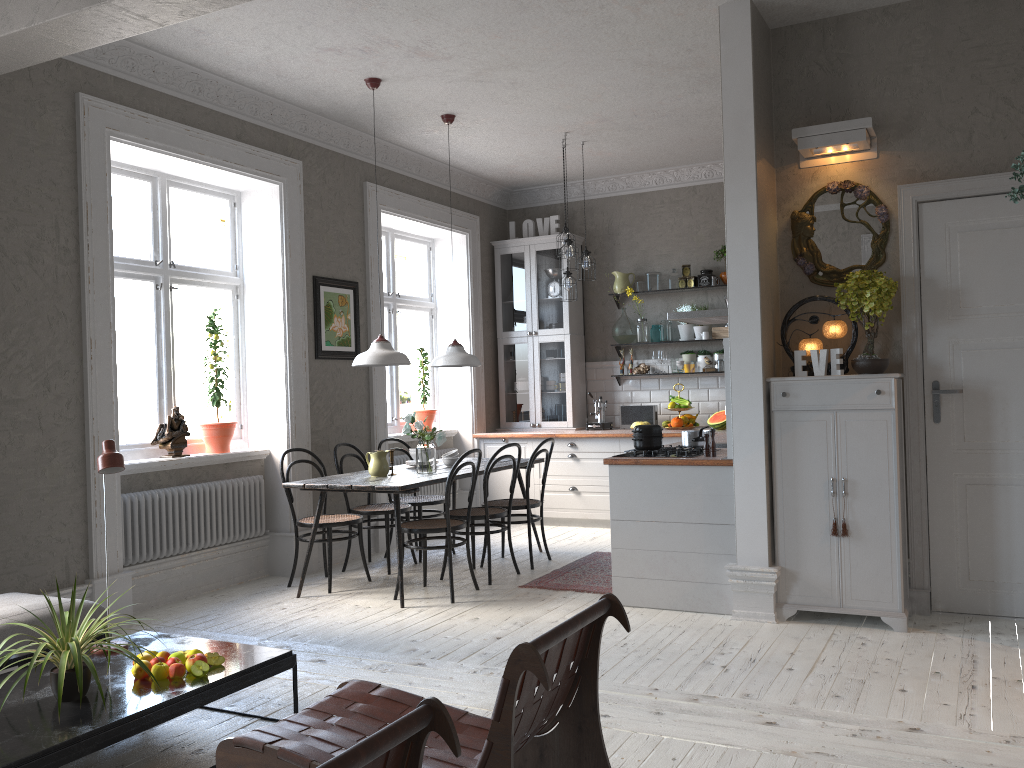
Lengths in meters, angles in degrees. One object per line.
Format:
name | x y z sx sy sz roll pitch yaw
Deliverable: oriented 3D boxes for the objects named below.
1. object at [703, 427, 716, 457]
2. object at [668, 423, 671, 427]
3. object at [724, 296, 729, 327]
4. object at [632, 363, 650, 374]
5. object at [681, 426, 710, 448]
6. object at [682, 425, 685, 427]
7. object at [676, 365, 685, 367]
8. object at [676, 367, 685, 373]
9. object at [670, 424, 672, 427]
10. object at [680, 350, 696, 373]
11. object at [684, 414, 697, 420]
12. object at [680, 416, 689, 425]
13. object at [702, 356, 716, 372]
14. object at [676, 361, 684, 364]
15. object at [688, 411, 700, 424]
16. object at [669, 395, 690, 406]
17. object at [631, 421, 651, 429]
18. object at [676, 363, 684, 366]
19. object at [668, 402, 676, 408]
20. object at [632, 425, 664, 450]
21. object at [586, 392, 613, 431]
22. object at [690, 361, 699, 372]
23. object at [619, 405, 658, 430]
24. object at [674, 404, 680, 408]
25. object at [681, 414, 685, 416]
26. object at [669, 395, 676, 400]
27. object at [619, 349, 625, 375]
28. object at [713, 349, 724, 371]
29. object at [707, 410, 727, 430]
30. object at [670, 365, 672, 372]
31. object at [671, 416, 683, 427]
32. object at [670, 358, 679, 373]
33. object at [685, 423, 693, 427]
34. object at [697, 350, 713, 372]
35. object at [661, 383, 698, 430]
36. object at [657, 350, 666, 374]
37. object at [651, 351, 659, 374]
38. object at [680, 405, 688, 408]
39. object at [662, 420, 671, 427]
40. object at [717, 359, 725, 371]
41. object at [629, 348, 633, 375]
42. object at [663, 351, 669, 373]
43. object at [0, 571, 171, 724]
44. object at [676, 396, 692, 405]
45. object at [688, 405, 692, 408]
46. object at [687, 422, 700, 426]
object | 1.125 0.329 5.037 0.071 0.167 0.036 -2 0 27
object | 1.476 0.373 8.170 0.090 0.057 0.084 -2 0 -31
object | 2.005 -0.667 8.135 0.129 0.287 0.132 -2 0 12
object | 1.238 -0.146 8.491 0.176 0.111 0.096 -2 0 4
object | 1.157 0.316 5.375 0.178 0.134 0.298 -2 0 -28
object | 1.550 0.385 8.092 0.070 0.065 0.070 -2 0 -42
object | 1.570 -0.147 8.252 0.076 0.051 0.078 -2 0 20
object | 1.571 -0.130 8.252 0.076 0.051 0.078 -2 0 20
object | 1.497 0.382 8.177 0.069 0.076 0.231 -2 0 10
object | 1.660 -0.216 8.350 0.156 0.217 0.157 -2 0 7
object | 1.641 0.302 8.131 0.125 0.056 0.060 -2 0 19
object | 1.568 0.332 8.086 0.089 0.078 0.087 -2 0 -36
object | 1.825 -0.183 8.177 0.119 0.147 0.100 -2 0 -5
object | 1.569 -0.190 8.252 0.076 0.051 0.078 -2 0 13
object | 1.662 0.308 8.112 0.128 0.120 0.060 -2 0 -39
object | 1.540 0.150 8.124 0.207 0.101 0.068 -2 0 33
object | 1.188 0.385 8.143 0.193 0.083 0.192 -2 0 28
object | 1.569 -0.164 8.252 0.079 0.051 0.075 -2 0 -44
object | 1.465 0.195 8.112 0.080 0.069 0.058 -2 0 -43
object | 0.811 0.319 5.288 0.189 0.147 0.194 -2 0 7
object | 0.812 0.256 8.462 0.202 0.370 0.359 -2 0 28
object | 1.697 -0.162 8.250 0.076 0.108 0.079 -2 0 21
object | 1.197 0.315 8.369 0.345 0.226 0.089 -2 0 27
object | 1.510 0.216 8.107 0.062 0.061 0.068 -2 0 27
object | 1.594 0.321 8.203 0.084 0.093 0.088 -2 0 23
object | 1.483 0.130 8.157 0.072 0.058 0.051 -2 0 4
object | 1.071 -0.215 8.620 0.053 0.264 0.061 -2 0 -1
object | 1.950 -0.220 8.223 0.156 0.213 0.155 -2 0 25
object | 1.837 0.320 7.813 0.222 0.174 0.231 -2 0 -41
object | 1.540 -0.144 8.402 0.079 0.083 0.076 -2 0 -45
object | 1.497 0.345 8.036 0.113 0.110 0.111 -2 0 -5
object | 1.530 -0.172 8.321 0.079 0.139 0.079 -2 0 0
object | 1.609 0.377 8.057 0.069 0.051 0.089 -2 0 -15
object | 1.801 -0.216 8.289 0.150 0.214 0.170 -2 0 -33
object | 1.542 0.206 8.153 0.349 0.425 0.355 -2 0 12
object | 1.408 -0.207 8.344 0.081 0.217 0.082 -2 0 13
object | 1.375 -0.205 8.468 0.081 0.217 0.082 -2 0 13
object | 1.575 0.216 8.113 0.075 0.062 0.100 -2 0 1
object | 1.458 0.371 8.220 0.154 0.072 0.075 -2 0 -34
object | 1.913 -0.170 8.112 0.076 0.108 0.079 -2 0 21
object | 1.156 -0.218 8.559 0.062 0.264 0.052 -2 0 -27
object | 1.449 -0.207 8.426 0.081 0.217 0.082 -2 0 13
object | -1.443 0.845 2.955 0.677 0.420 0.716 -2 0 -45
object | 1.598 0.158 8.172 0.090 0.096 0.177 -2 0 -42
object | 1.625 0.212 8.122 0.051 0.050 0.050 -2 0 37
object | 1.652 0.366 8.174 0.055 0.044 0.213 -2 0 -24
